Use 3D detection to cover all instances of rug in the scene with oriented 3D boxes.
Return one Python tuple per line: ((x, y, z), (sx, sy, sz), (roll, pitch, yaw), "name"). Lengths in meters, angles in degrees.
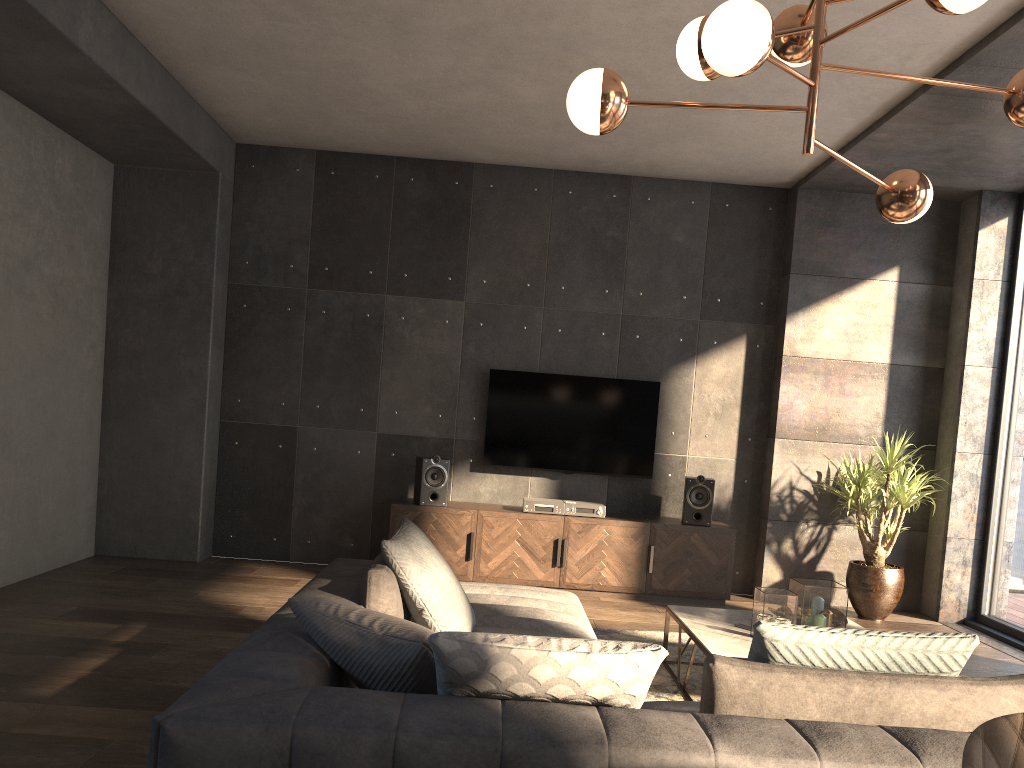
((1.002, 1.421, 3.625), (1.729, 0.020, 3.140), (4, -2, -1), "rug")

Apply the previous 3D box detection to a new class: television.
((0.440, 0.305, 6.556), (1.265, 0.739, 0.057), (4, 3, -1), "television")

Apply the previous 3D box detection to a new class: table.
((1.246, 1.296, 4.048), (0.930, 0.310, 0.929), (4, -2, -1), "table")

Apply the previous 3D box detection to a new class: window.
((3.457, 0.064, 2.511), (0.199, 3.006, 7.256), (4, -1, -1), "window")

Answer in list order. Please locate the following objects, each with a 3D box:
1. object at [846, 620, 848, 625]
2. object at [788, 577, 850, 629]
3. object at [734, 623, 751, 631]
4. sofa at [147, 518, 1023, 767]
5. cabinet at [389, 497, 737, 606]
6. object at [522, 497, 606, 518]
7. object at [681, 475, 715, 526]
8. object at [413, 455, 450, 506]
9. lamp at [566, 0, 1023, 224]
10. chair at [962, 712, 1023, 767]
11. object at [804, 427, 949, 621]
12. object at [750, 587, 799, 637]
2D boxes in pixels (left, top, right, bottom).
((1.406, 1.118, 4.222), (0.348, 0.084, 0.345), (5, -2, -24), "object")
((1.356, 1.014, 3.939), (0.199, 0.262, 0.196), (4, 1, -1), "object")
((1.106, 1.124, 4.049), (0.046, 0.012, 0.180), (6, -3, -40), "object")
((0.216, 0.955, 3.167), (2.023, 0.786, 2.907), (4, -2, -1), "sofa")
((0.340, 1.204, 6.379), (2.408, 0.553, 0.539), (4, 0, -1), "cabinet")
((0.365, 0.882, 6.292), (0.573, 0.088, 0.270), (4, -2, -1), "object")
((1.327, 0.821, 6.295), (0.198, 0.355, 0.249), (5, 1, 9), "object")
((-0.569, 0.675, 6.252), (0.198, 0.355, 0.248), (4, 1, -16), "object")
((1.036, -1.158, 2.573), (1.467, 1.042, 1.010), (5, 0, -25), "lamp")
((0.831, 0.897, 1.086), (0.555, 0.839, 0.508), (4, 2, -7), "chair")
((2.507, 0.955, 6.201), (0.948, 1.366, 1.025), (5, 1, 30), "object")
((1.149, 1.015, 3.868), (0.148, 0.221, 0.149), (4, 1, -1), "object")
